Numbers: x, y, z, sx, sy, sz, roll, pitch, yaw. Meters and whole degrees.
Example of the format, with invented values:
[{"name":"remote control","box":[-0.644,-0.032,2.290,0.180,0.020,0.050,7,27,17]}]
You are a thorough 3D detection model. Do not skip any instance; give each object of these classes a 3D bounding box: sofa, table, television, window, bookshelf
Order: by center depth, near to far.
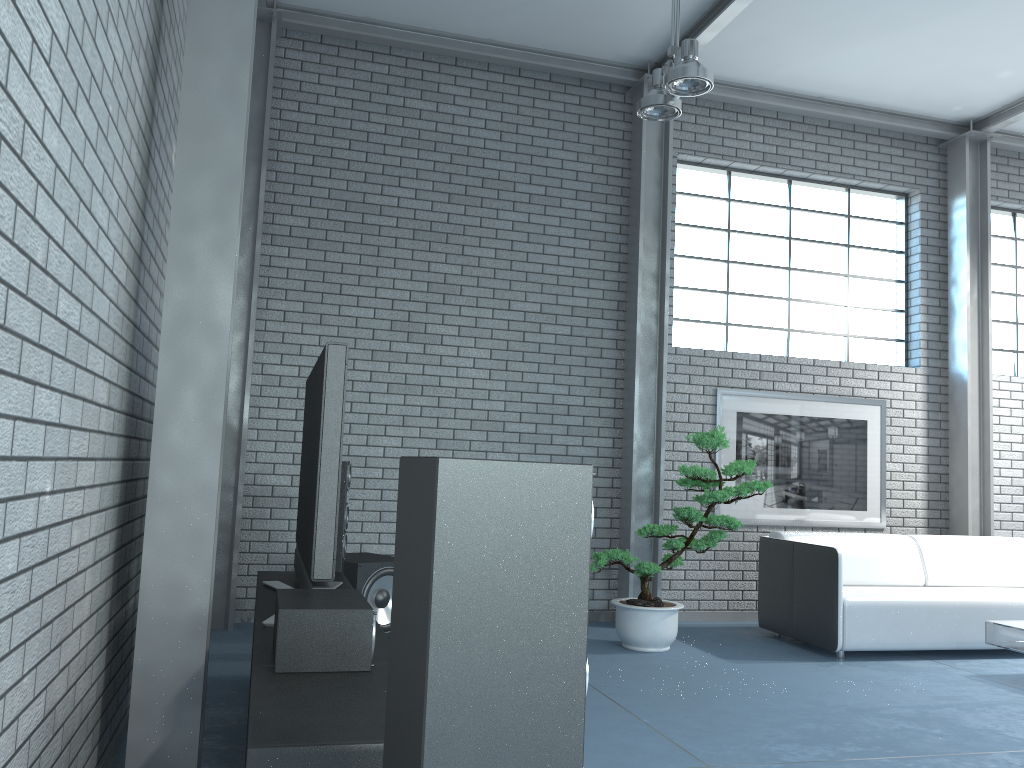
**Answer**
[{"name":"bookshelf","box":[-0.677,1.052,2.999,0.405,0.497,2.764,4,-6,-15]},{"name":"television","box":[-0.759,0.379,3.437,0.343,0.919,1.356,4,-6,-15]},{"name":"table","box":[3.245,1.491,4.732,0.900,0.300,0.900,4,-6,-15]},{"name":"sofa","box":[2.868,1.369,5.961,2.238,0.661,0.919,4,-6,-15]},{"name":"window","box":[2.231,-0.929,7.158,2.200,1.500,0.100,4,-6,-15]},{"name":"window","box":[4.925,-0.740,7.896,2.200,1.500,0.100,4,-6,-15]}]

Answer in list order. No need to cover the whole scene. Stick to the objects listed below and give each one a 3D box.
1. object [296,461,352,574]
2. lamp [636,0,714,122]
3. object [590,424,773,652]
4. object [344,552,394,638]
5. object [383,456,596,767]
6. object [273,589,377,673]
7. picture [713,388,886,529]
[{"name":"object","box":[-1.022,0.934,4.755,0.254,1.045,0.159,3,-6,-5]},{"name":"lamp","box":[0.922,-2.017,5.010,0.300,0.872,0.639,4,-6,-15]},{"name":"object","box":[1.013,0.924,5.375,1.032,1.362,0.586,-1,-7,34]},{"name":"object","box":[-0.925,1.296,5.423,0.536,0.464,0.445,-3,-8,44]},{"name":"object","box":[-0.042,0.632,1.252,0.254,1.045,0.159,5,-6,-25]},{"name":"object","box":[-0.525,0.676,2.461,0.254,0.159,0.381,4,-6,-15]},{"name":"picture","box":[2.233,0.584,6.809,1.490,1.015,0.020,4,-6,-15]}]
